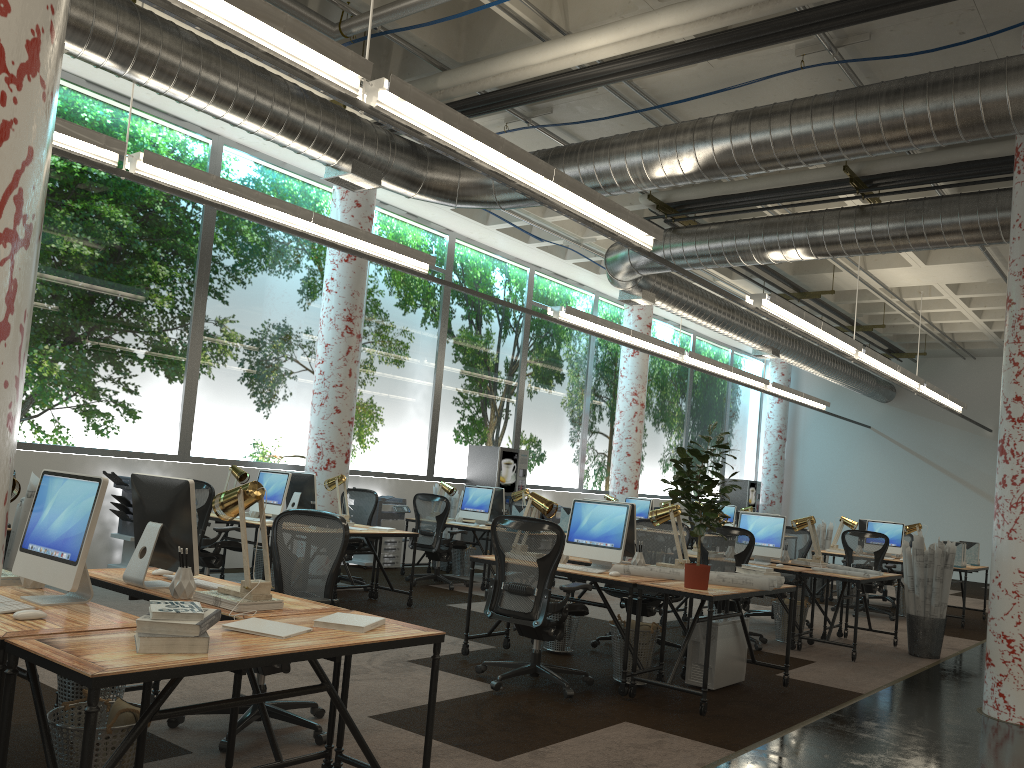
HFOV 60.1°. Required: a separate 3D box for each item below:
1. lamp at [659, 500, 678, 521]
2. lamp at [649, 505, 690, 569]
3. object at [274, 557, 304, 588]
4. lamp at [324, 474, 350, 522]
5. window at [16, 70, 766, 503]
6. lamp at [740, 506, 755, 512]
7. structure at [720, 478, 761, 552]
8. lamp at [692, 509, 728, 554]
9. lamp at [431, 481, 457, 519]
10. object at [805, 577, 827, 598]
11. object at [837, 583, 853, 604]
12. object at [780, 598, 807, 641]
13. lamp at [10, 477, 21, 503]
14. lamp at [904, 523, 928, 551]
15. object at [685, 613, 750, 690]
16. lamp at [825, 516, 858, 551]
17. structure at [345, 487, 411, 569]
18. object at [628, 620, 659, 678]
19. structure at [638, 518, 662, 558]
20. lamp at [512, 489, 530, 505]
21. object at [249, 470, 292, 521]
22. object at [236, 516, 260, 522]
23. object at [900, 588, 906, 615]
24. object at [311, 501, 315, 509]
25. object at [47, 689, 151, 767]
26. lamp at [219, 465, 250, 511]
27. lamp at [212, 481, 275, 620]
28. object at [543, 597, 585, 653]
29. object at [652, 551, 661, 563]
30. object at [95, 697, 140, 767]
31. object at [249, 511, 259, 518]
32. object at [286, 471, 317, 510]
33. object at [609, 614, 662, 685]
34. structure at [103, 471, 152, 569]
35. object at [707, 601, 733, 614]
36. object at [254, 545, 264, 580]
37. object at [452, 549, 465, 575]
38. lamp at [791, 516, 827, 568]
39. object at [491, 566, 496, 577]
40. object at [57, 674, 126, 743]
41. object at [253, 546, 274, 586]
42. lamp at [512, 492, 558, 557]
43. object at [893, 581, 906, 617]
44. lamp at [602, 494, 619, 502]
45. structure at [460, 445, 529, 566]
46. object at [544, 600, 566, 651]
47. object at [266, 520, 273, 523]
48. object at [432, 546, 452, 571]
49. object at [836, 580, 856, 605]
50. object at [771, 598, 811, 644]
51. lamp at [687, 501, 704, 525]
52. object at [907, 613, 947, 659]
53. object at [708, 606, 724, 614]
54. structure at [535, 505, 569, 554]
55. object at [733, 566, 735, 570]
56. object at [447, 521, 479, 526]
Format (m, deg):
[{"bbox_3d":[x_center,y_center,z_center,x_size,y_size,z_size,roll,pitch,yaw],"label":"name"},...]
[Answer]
[{"bbox_3d":[2.628,2.204,14.490,0.219,0.609,0.528,7,-5,-32],"label":"lamp"},{"bbox_3d":[1.229,1.203,6.580,0.209,0.609,0.528,7,-5,-32],"label":"lamp"},{"bbox_3d":[-2.129,1.844,8.451,0.358,0.433,0.355,2,-5,35],"label":"object"},{"bbox_3d":[-1.734,1.216,8.912,0.209,0.609,0.528,7,-5,-32],"label":"lamp"},{"bbox_3d":[-1.688,-0.566,12.417,0.050,3.750,26.325,3,-6,38],"label":"window"},{"bbox_3d":[4.620,2.655,17.038,0.219,0.609,0.528,7,-5,-32],"label":"lamp"},{"bbox_3d":[5.455,3.193,21.123,0.637,1.805,0.753,2,-5,38],"label":"structure"},{"bbox_3d":[1.984,1.570,9.150,0.209,0.609,0.528,7,-5,-32],"label":"lamp"},{"bbox_3d":[-0.930,1.560,11.435,0.209,0.609,0.528,7,-5,-32],"label":"lamp"},{"bbox_3d":[4.475,2.957,13.083,0.353,0.397,0.354,6,-4,-7],"label":"object"},{"bbox_3d":[4.718,2.903,12.534,0.235,0.402,0.120,2,-5,39],"label":"object"},{"bbox_3d":[2.751,2.312,8.674,0.235,0.402,0.120,2,-5,39],"label":"object"},{"bbox_3d":[-2.190,0.608,3.659,0.219,0.609,0.528,7,-5,-32],"label":"lamp"},{"bbox_3d":[5.616,2.213,12.140,0.219,0.609,0.528,7,-5,-32],"label":"lamp"},{"bbox_3d":[1.480,1.906,6.350,0.221,0.453,0.544,2,-6,38],"label":"object"},{"bbox_3d":[4.496,2.122,12.207,0.219,0.609,0.528,7,-5,-32],"label":"lamp"},{"bbox_3d":[-1.799,1.931,11.869,0.503,1.054,1.063,2,-5,38],"label":"structure"},{"bbox_3d":[0.885,1.855,6.177,0.235,0.402,0.120,2,-5,39],"label":"object"},{"bbox_3d":[2.636,2.936,17.542,0.503,1.054,1.063,2,-5,38],"label":"structure"},{"bbox_3d":[0.185,1.650,11.365,0.219,0.609,0.528,7,-5,-32],"label":"lamp"},{"bbox_3d":[-2.346,1.093,8.663,0.483,0.484,0.190,1,-5,38],"label":"object"},{"bbox_3d":[-2.523,1.293,8.492,0.438,0.017,0.119,0,-8,38],"label":"object"},{"bbox_3d":[5.268,2.865,11.734,0.235,0.402,0.120,2,-5,39],"label":"object"},{"bbox_3d":[-2.011,1.295,8.975,0.101,0.208,0.102,5,-4,-7],"label":"object"},{"bbox_3d":[-1.470,1.326,3.128,0.358,0.433,0.355,2,-5,35],"label":"object"},{"bbox_3d":[-2.850,1.125,8.982,0.219,0.609,0.528,7,-5,-32],"label":"lamp"},{"bbox_3d":[-1.071,0.699,3.592,0.219,0.609,0.528,7,-5,-32],"label":"lamp"},{"bbox_3d":[0.388,1.891,7.037,0.358,0.433,0.355,2,-5,35],"label":"object"},{"bbox_3d":[2.281,2.855,14.085,0.235,0.402,0.120,2,-5,39],"label":"object"},{"bbox_3d":[-1.418,1.350,3.186,0.235,0.402,0.120,2,-5,39],"label":"object"},{"bbox_3d":[-2.586,1.238,8.911,0.101,0.208,0.102,5,-4,-7],"label":"object"},{"bbox_3d":[-2.227,1.166,9.239,0.483,0.484,0.190,1,-5,38],"label":"object"},{"bbox_3d":[0.834,1.831,6.119,0.358,0.433,0.355,2,-5,35],"label":"object"},{"bbox_3d":[-3.782,1.481,9.328,0.503,1.054,1.063,2,-5,38],"label":"structure"},{"bbox_3d":[2.254,2.347,9.534,0.358,0.433,0.355,2,-5,35],"label":"object"},{"bbox_3d":[-2.629,1.906,9.309,0.235,0.402,0.120,2,-5,39],"label":"object"},{"bbox_3d":[-0.714,2.340,11.759,0.235,0.402,0.120,2,-5,39],"label":"object"},{"bbox_3d":[3.095,1.660,9.078,0.209,0.609,0.528,7,-5,-32],"label":"lamp"},{"bbox_3d":[-0.163,2.302,10.959,0.235,0.402,0.120,2,-5,39],"label":"object"},{"bbox_3d":[-1.916,1.386,4.046,0.358,0.433,0.355,2,-5,35],"label":"object"},{"bbox_3d":[-2.575,1.903,9.369,0.358,0.433,0.355,2,-5,35],"label":"object"},{"bbox_3d":[0.113,1.113,6.650,0.219,0.609,0.528,7,-5,-32],"label":"lamp"},{"bbox_3d":[5.217,2.840,11.676,0.358,0.433,0.355,2,-5,35],"label":"object"},{"bbox_3d":[1.509,2.112,14.558,0.219,0.609,0.528,7,-5,-32],"label":"lamp"},{"bbox_3d":[-0.267,1.897,13.804,0.637,1.805,0.753,2,-5,38],"label":"structure"},{"bbox_3d":[0.335,1.893,6.978,0.235,0.402,0.120,2,-5,39],"label":"object"},{"bbox_3d":[-2.269,1.287,8.283,0.059,0.029,0.107,1,-7,39],"label":"object"},{"bbox_3d":[-0.956,2.394,12.308,0.354,0.397,0.353,8,-5,-32],"label":"object"},{"bbox_3d":[4.771,2.900,12.594,0.358,0.433,0.355,2,-5,35],"label":"object"},{"bbox_3d":[2.700,2.287,8.616,0.358,0.433,0.355,2,-5,35],"label":"object"},{"bbox_3d":[3.500,2.563,17.105,0.219,0.609,0.528,7,-5,-32],"label":"lamp"},{"bbox_3d":[3.952,2.411,8.464,0.353,0.397,0.354,6,-4,-7],"label":"object"},{"bbox_3d":[2.201,2.350,9.475,0.235,0.402,0.120,2,-5,39],"label":"object"},{"bbox_3d":[0.645,2.485,14.994,0.503,1.054,1.063,2,-5,38],"label":"structure"},{"bbox_3d":[4.272,3.306,16.632,0.235,0.402,0.120,2,-5,39],"label":"object"},{"bbox_3d":[-0.607,1.727,10.941,0.438,0.017,0.119,0,-8,38],"label":"object"}]
